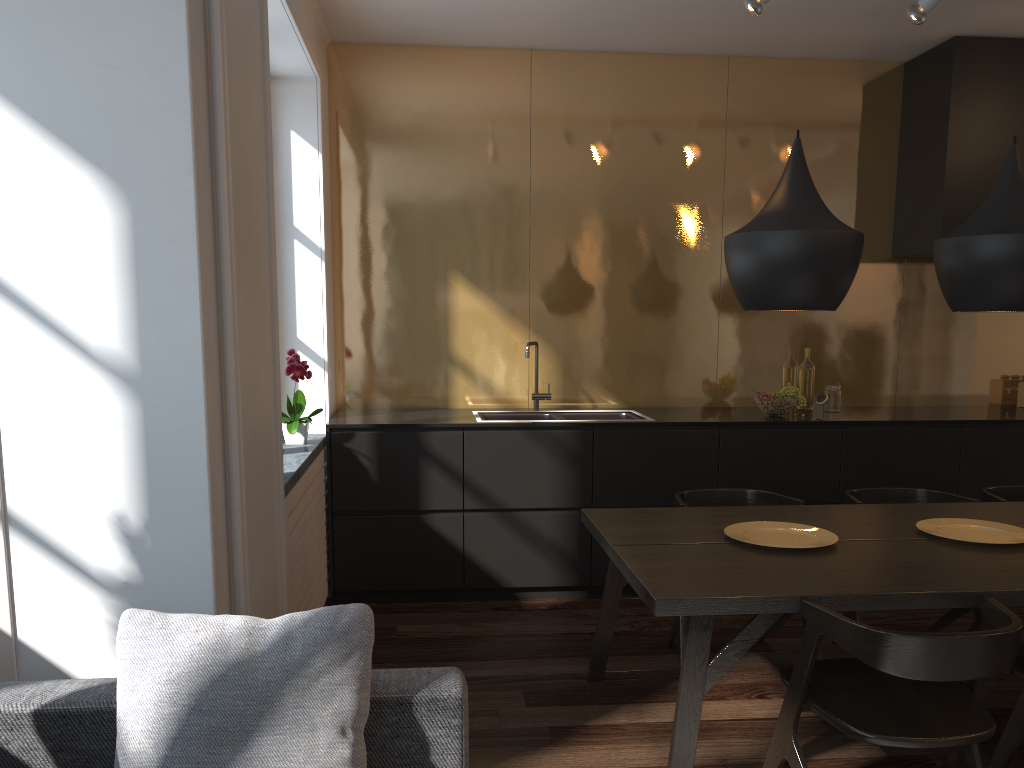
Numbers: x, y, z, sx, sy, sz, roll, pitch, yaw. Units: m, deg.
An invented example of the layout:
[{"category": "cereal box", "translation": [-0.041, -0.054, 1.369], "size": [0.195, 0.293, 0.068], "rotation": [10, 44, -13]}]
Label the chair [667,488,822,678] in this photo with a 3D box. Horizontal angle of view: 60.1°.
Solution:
[{"category": "chair", "translation": [0.906, 0.799, 3.580], "size": [0.593, 0.678, 0.515], "rotation": [-1, 7, -9]}]

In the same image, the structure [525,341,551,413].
[{"category": "structure", "translation": [0.143, -0.030, 4.690], "size": [0.109, 0.389, 0.263], "rotation": [2, 7, 10]}]

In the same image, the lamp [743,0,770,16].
[{"category": "lamp", "translation": [0.977, -1.495, 3.251], "size": [0.250, 0.241, 0.084], "rotation": [5, 9, 35]}]

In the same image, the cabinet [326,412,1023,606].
[{"category": "cabinet", "translation": [1.609, 0.606, 4.812], "size": [5.062, 0.910, 0.726], "rotation": [0, 7, -5]}]

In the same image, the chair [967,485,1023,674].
[{"category": "chair", "translation": [2.222, 0.798, 3.678], "size": [0.593, 0.678, 0.515], "rotation": [0, 7, -6]}]

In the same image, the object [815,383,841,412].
[{"category": "object", "translation": [1.731, 0.074, 4.815], "size": [0.176, 0.153, 0.087], "rotation": [-3, 8, -28]}]

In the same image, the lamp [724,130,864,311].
[{"category": "lamp", "translation": [0.865, -0.499, 2.718], "size": [0.410, 0.546, 0.408], "rotation": [4, 8, 28]}]

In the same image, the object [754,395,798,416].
[{"category": "object", "translation": [1.369, 0.117, 4.599], "size": [0.218, 0.098, 0.218], "rotation": [5, 7, 42]}]

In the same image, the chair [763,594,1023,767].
[{"category": "chair", "translation": [1.007, 0.893, 2.328], "size": [0.593, 0.678, 0.515], "rotation": [-1, 7, -7]}]

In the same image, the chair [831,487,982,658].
[{"category": "chair", "translation": [1.617, 0.800, 3.620], "size": [0.593, 0.678, 0.515], "rotation": [-1, 7, -7]}]

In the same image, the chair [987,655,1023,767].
[{"category": "chair", "translation": [1.686, 0.891, 2.398], "size": [0.593, 0.678, 0.515], "rotation": [0, 7, -5]}]

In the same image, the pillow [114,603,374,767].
[{"category": "pillow", "translation": [-0.501, 0.641, 1.613], "size": [0.494, 0.418, 0.284], "rotation": [0, 7, -7]}]

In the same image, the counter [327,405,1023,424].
[{"category": "counter", "translation": [1.611, 0.157, 4.746], "size": [5.059, 0.002, 0.726], "rotation": [0, 4, -5]}]

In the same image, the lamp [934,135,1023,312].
[{"category": "lamp", "translation": [1.560, -0.501, 2.785], "size": [0.410, 0.546, 0.408], "rotation": [-4, 8, -29]}]

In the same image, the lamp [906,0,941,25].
[{"category": "lamp", "translation": [1.613, -1.496, 3.321], "size": [0.085, 0.242, 0.249], "rotation": [-6, 9, -39]}]

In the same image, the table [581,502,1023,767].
[{"category": "table", "translation": [1.555, 0.844, 2.953], "size": [2.500, 0.686, 1.097], "rotation": [0, 5, -5]}]

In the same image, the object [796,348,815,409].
[{"category": "object", "translation": [1.648, -0.031, 4.952], "size": [0.091, 0.343, 0.091], "rotation": [-6, 10, -38]}]

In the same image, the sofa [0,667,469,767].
[{"category": "sofa", "translation": [0.022, 1.029, 0.446], "size": [2.039, 0.678, 3.042], "rotation": [0, 4, -6]}]

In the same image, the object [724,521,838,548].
[{"category": "object", "translation": [0.871, 0.495, 2.874], "size": [0.356, 0.017, 0.353], "rotation": [0, 4, -2]}]

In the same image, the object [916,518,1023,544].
[{"category": "object", "translation": [1.536, 0.493, 2.937], "size": [0.355, 0.017, 0.353], "rotation": [-2, 5, -25]}]

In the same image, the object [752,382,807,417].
[{"category": "object", "translation": [1.382, 0.079, 4.581], "size": [0.239, 0.175, 0.176], "rotation": [-2, 7, -21]}]

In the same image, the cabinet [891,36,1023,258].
[{"category": "cabinet", "translation": [3.149, -1.222, 4.784], "size": [1.955, 1.061, 0.526], "rotation": [0, 8, -5]}]

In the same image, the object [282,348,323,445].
[{"category": "object", "translation": [-0.935, 0.060, 3.931], "size": [0.229, 0.441, 0.403], "rotation": [-4, 8, -29]}]

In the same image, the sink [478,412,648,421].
[{"category": "sink", "translation": [1.484, 0.138, 4.689], "size": [3.414, 0.246, 0.478], "rotation": [0, 5, -7]}]
